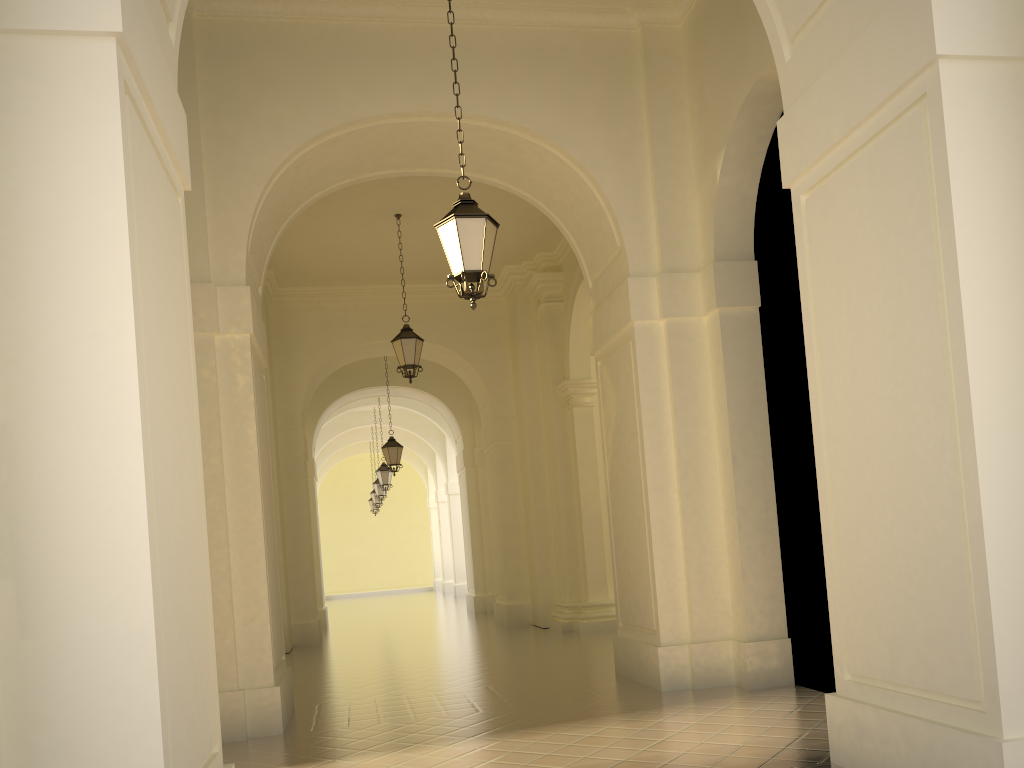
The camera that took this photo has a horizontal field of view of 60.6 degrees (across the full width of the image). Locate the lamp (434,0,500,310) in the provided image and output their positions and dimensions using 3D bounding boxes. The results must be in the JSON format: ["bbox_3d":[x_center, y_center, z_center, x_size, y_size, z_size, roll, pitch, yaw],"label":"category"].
[{"bbox_3d":[-0.421,-2.196,6.691,0.440,3.290,0.515,-3,-3,-41],"label":"lamp"}]

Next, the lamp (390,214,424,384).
[{"bbox_3d":[-1.609,-1.269,13.084,0.444,2.550,0.511,-5,-2,19],"label":"lamp"}]

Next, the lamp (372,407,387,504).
[{"bbox_3d":[-4.325,2.210,28.212,0.509,3.290,0.445,-4,-2,-11],"label":"lamp"}]

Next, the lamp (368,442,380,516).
[{"bbox_3d":[-5.686,3.746,35.712,0.509,3.290,0.445,-4,-2,-11],"label":"lamp"}]

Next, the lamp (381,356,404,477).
[{"bbox_3d":[-2.729,0.409,19.416,0.440,3.290,0.515,-3,-3,-41],"label":"lamp"}]

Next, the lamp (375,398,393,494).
[{"bbox_3d":[-3.630,1.426,24.381,0.509,3.290,0.445,-4,-2,-11],"label":"lamp"}]

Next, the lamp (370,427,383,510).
[{"bbox_3d":[-5.007,2.981,31.973,0.509,3.290,0.445,-4,-2,-11],"label":"lamp"}]
